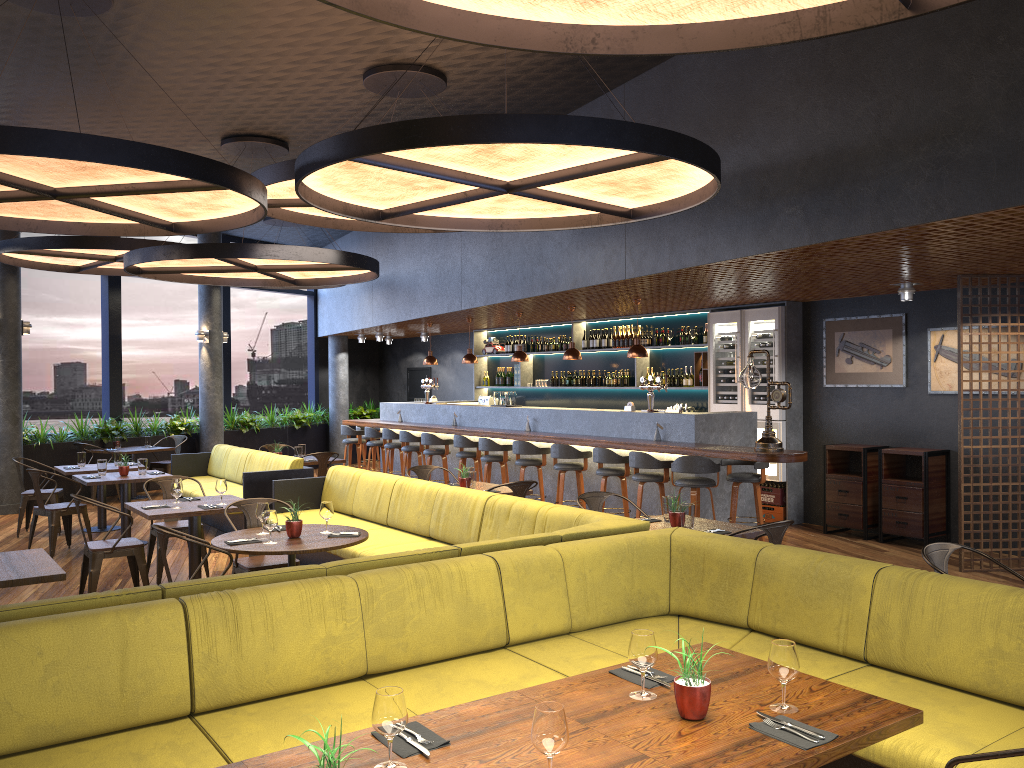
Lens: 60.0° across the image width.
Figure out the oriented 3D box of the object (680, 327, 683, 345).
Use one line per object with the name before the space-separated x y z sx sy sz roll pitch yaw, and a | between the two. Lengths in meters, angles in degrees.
object | 2.347 -0.663 12.232 0.063 0.254 0.063 0 0 7

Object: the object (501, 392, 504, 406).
object | -0.110 0.214 12.570 0.105 0.209 0.105 0 0 0

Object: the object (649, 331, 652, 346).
object | 1.994 -0.649 12.779 0.056 0.227 0.056 -1 0 -33

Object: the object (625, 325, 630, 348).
object | 1.705 -0.701 13.084 0.084 0.330 0.084 -1 0 -28

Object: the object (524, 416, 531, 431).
object | 0.213 0.519 11.665 0.114 0.203 0.069 0 0 44

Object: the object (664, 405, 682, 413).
object | 1.775 0.272 9.758 0.177 0.091 0.091 0 0 30

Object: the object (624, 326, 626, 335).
object | 1.688 -0.702 13.268 0.084 0.330 0.084 -1 0 -28

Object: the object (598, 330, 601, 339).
object | 1.347 -0.691 13.789 0.085 0.310 0.086 0 0 6

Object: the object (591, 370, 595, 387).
object | 1.255 -0.083 13.748 0.063 0.254 0.063 0 0 2

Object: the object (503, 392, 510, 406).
object | -0.080 0.214 12.435 0.105 0.209 0.105 0 0 0

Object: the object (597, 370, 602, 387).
object | 1.361 -0.084 13.790 0.063 0.254 0.063 0 0 27

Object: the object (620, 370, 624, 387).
object | 1.639 -0.083 13.194 0.063 0.254 0.063 -1 0 -28

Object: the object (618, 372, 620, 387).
object | 1.630 -0.069 13.469 0.088 0.224 0.088 -1 0 -40

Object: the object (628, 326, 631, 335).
object | 1.744 -0.702 13.193 0.084 0.330 0.084 -1 0 -28

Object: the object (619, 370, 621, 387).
object | 1.634 -0.084 13.329 0.063 0.254 0.063 -1 0 -7

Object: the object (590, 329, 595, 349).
object | 1.256 -0.690 13.754 0.085 0.310 0.086 0 0 -2

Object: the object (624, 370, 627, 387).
object | 1.712 -0.085 13.362 0.063 0.254 0.063 -1 0 -8

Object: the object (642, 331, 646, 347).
object | 1.909 -0.648 12.794 0.056 0.227 0.056 0 0 32

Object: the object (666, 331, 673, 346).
object | 2.203 -0.639 12.377 0.097 0.206 0.097 0 0 24

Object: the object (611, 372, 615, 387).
object | 1.536 -0.068 13.405 0.088 0.224 0.088 -1 0 -20

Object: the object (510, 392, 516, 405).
object | 0.010 0.213 12.507 0.105 0.209 0.105 0 0 0

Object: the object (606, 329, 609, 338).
object | 1.459 -0.691 13.633 0.085 0.310 0.086 -1 0 -8

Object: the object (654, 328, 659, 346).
object | 2.052 -0.662 12.571 0.063 0.254 0.063 -1 0 -38

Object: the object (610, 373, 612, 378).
object | 1.522 -0.061 13.619 0.097 0.206 0.097 -1 0 -4

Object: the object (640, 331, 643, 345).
object | 1.874 -0.648 12.844 0.056 0.227 0.056 0 0 17

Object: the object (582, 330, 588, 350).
object | 1.141 -0.690 13.912 0.085 0.310 0.086 -1 0 -8

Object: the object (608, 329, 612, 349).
object | 1.512 -0.691 13.554 0.085 0.310 0.086 0 0 6

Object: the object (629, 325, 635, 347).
object | 1.762 -0.701 13.007 0.084 0.330 0.084 -1 0 -28

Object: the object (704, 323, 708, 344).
object | 2.614 -0.676 11.912 0.079 0.281 0.079 -1 0 -26

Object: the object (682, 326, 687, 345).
object | 2.352 -0.662 12.120 0.063 0.254 0.063 -1 0 -7

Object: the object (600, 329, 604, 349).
object | 1.401 -0.691 13.707 0.085 0.310 0.086 -1 0 -24

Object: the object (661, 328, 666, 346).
object | 2.128 -0.662 12.475 0.063 0.254 0.063 0 0 27

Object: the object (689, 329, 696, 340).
object | 2.456 -0.639 12.043 0.097 0.206 0.097 0 0 24

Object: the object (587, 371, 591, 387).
object | 1.198 -0.083 13.831 0.063 0.254 0.063 0 0 27

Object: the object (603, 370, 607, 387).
object | 1.435 -0.084 13.696 0.063 0.254 0.063 0 0 13

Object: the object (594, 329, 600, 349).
object | 1.307 -0.690 13.676 0.085 0.310 0.086 -1 0 -8

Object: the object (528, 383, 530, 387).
object | 0.294 0.014 15.119 0.042 0.059 0.042 0 0 17

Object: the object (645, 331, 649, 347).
object | 1.944 -0.648 12.744 0.056 0.227 0.056 0 0 42

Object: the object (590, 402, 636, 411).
object | 1.162 0.265 10.670 0.200 0.106 0.766 -1 0 -35

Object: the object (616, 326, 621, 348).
object | 1.597 -0.701 13.247 0.084 0.330 0.084 -1 0 -28

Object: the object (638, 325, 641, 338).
object | 1.880 -0.702 13.056 0.084 0.330 0.084 -1 0 -28

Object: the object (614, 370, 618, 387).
object | 1.555 -0.083 13.272 0.063 0.254 0.063 -1 0 -42

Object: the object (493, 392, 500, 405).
object | -0.219 0.215 12.641 0.105 0.209 0.105 0 0 0

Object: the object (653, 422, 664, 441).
object | 1.597 0.518 9.695 0.114 0.203 0.069 0 0 0

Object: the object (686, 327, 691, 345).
object | 2.426 -0.663 12.190 0.063 0.254 0.063 0 0 18

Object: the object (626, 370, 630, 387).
object | 1.732 -0.084 13.248 0.063 0.254 0.063 0 0 27

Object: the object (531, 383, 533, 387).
object | 0.338 0.014 15.121 0.042 0.059 0.042 0 0 17

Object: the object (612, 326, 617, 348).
object | 1.543 -0.701 13.323 0.084 0.330 0.084 -1 0 -28

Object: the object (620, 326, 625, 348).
object | 1.650 -0.701 13.170 0.084 0.330 0.084 -1 0 -28

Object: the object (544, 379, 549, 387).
object | 0.576 -0.017 14.811 0.084 0.119 0.084 0 0 10

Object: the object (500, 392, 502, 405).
object | -0.124 0.213 12.693 0.105 0.209 0.105 0 0 0

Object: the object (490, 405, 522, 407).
object | -0.085 0.309 12.582 0.273 0.019 0.437 -1 0 -35

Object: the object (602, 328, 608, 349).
object | 1.421 -0.690 13.519 0.085 0.310 0.086 0 0 -2

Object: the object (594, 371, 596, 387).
object | 1.289 -0.084 13.893 0.063 0.254 0.063 0 0 42

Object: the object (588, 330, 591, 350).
object | 1.235 -0.691 13.943 0.085 0.310 0.086 -1 0 -20

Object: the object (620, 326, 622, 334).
object | 1.636 -0.702 13.348 0.084 0.330 0.084 -1 0 -28

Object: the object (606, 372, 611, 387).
object | 1.475 -0.068 13.493 0.088 0.224 0.088 0 0 25
